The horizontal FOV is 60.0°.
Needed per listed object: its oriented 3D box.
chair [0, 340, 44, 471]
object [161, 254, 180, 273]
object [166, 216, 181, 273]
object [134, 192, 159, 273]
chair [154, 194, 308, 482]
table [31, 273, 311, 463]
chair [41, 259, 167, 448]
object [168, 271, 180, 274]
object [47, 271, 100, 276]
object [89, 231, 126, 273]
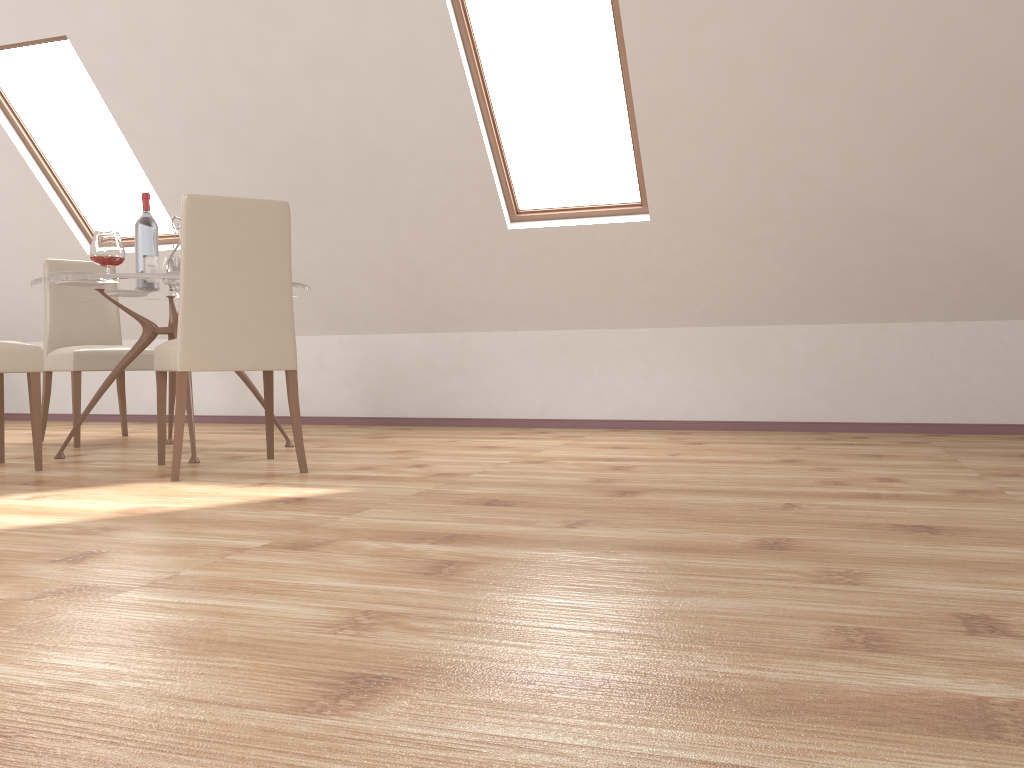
[{"bbox_3d":[-2.198,-0.157,3.371,0.477,0.999,0.618,1,2,43],"label":"chair"},{"bbox_3d":[-1.678,-0.549,4.426,0.136,0.183,0.136,-2,2,-45],"label":"object"},{"bbox_3d":[-1.549,-0.614,4.103,0.096,0.322,0.086,-1,1,-19],"label":"object"},{"bbox_3d":[-1.700,-0.670,4.126,0.109,0.435,0.109,0,1,14],"label":"object"},{"bbox_3d":[-1.102,-0.169,3.423,0.477,0.999,0.618,-1,1,-27],"label":"chair"},{"bbox_3d":[-1.544,-0.067,4.117,1.198,0.770,1.198,0,2,39],"label":"table"},{"bbox_3d":[-2.219,-0.188,4.774,0.477,0.999,0.618,-2,2,-44],"label":"chair"},{"bbox_3d":[-1.340,-0.457,3.761,0.228,0.020,0.228,-1,1,-26],"label":"object"},{"bbox_3d":[-1.825,-0.452,3.747,0.228,0.020,0.228,1,2,41],"label":"object"},{"bbox_3d":[-1.661,-0.532,3.643,0.136,0.183,0.136,-1,1,-3],"label":"object"}]
